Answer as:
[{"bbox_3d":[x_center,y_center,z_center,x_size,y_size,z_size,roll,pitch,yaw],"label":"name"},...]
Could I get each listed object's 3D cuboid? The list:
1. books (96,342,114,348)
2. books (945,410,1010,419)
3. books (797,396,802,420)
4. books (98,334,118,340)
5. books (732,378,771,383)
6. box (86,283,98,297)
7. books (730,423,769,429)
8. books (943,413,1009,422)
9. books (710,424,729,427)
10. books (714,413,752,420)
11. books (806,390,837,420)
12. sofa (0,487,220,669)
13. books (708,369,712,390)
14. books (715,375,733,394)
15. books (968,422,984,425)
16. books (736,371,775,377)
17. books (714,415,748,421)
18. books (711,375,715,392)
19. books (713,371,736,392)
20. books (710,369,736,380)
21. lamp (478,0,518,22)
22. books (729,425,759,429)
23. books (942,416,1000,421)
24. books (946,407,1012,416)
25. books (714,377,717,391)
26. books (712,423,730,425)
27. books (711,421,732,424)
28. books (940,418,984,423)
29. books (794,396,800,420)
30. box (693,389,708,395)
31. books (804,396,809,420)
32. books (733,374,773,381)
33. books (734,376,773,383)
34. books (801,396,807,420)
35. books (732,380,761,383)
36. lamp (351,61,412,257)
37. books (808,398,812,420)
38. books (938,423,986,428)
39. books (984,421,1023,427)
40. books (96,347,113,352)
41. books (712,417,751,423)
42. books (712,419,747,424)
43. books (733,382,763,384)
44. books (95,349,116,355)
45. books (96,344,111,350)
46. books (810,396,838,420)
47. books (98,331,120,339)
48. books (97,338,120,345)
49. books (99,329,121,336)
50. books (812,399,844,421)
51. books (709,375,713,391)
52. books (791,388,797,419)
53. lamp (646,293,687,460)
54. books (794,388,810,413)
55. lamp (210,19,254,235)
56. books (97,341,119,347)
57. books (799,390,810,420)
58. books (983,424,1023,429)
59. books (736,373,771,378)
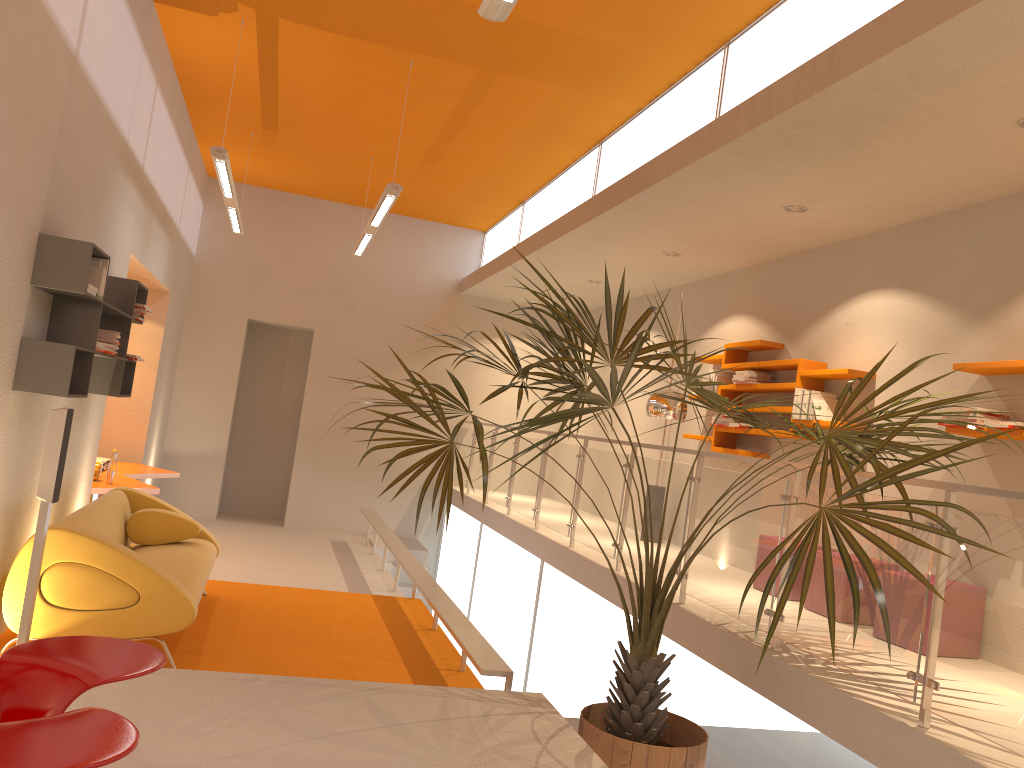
[{"bbox_3d":[-2.447,-0.242,5.115,0.190,0.015,0.254,8,-3,2],"label":"books"},{"bbox_3d":[2.558,0.168,4.882,0.254,0.015,0.190,9,-3,-8],"label":"books"},{"bbox_3d":[2.175,0.185,6.396,0.230,0.169,0.027,9,-3,-15],"label":"books"},{"bbox_3d":[-2.532,-0.294,5.457,0.190,0.015,0.254,9,-3,-24],"label":"books"},{"bbox_3d":[1.959,-0.022,7.236,0.254,0.015,0.190,9,-3,-19],"label":"books"},{"bbox_3d":[-2.309,-0.507,4.620,0.232,0.047,0.232,9,-3,-15],"label":"box"},{"bbox_3d":[1.922,0.340,7.179,0.226,0.017,0.230,9,-3,-15],"label":"books"},{"bbox_3d":[2.551,0.183,4.882,0.230,0.017,0.227,9,-3,-20],"label":"books"},{"bbox_3d":[1.833,0.360,7.465,0.210,0.013,0.297,9,-3,-15],"label":"books"},{"bbox_3d":[1.858,0.274,7.461,0.226,0.017,0.230,9,-3,-15],"label":"books"},{"bbox_3d":[2.194,0.162,6.288,0.207,0.210,0.021,9,-3,-15],"label":"books"},{"bbox_3d":[-2.338,1.114,5.467,0.929,0.706,2.081,9,-3,-15],"label":"sofa"},{"bbox_3d":[1.832,-0.002,7.784,0.230,0.227,0.017,9,-3,-15],"label":"books"},{"bbox_3d":[1.868,0.026,7.666,0.230,0.169,0.023,9,-3,-15],"label":"books"},{"bbox_3d":[2.536,0.226,4.878,0.190,0.011,0.268,9,-3,-13],"label":"books"},{"bbox_3d":[1.989,-0.081,7.256,0.230,0.017,0.227,9,-3,-15],"label":"books"},{"bbox_3d":[1.857,0.290,7.474,0.254,0.015,0.190,9,-3,-8],"label":"books"},{"bbox_3d":[1.852,0.026,7.718,0.230,0.169,0.027,9,-3,-15],"label":"books"},{"bbox_3d":[1.849,0.004,7.693,0.207,0.210,0.021,9,-3,-15],"label":"books"},{"bbox_3d":[1.843,-0.002,7.768,0.230,0.227,0.017,9,-3,-15],"label":"books"},{"bbox_3d":[0.400,-1.976,2.013,0.120,1.052,3.195,9,-3,-15],"label":"lamp"},{"bbox_3d":[1.920,0.357,7.192,0.254,0.015,0.190,9,-3,-8],"label":"books"},{"bbox_3d":[2.535,0.197,4.881,0.190,0.015,0.254,9,-3,-13],"label":"books"},{"bbox_3d":[2.560,0.151,4.870,0.226,0.017,0.230,9,-3,-15],"label":"books"},{"bbox_3d":[1.851,0.030,7.676,0.207,0.156,0.009,9,-3,-15],"label":"books"},{"bbox_3d":[1.834,0.348,7.470,0.190,0.011,0.268,9,-3,-13],"label":"books"},{"bbox_3d":[1.832,0.335,7.480,0.190,0.015,0.254,9,-3,-19],"label":"books"},{"bbox_3d":[2.534,0.212,4.888,0.190,0.015,0.254,9,-3,-19],"label":"books"},{"bbox_3d":[2.160,0.185,6.421,0.230,0.169,0.027,9,-3,-15],"label":"books"},{"bbox_3d":[1.761,0.084,7.893,0.232,0.047,0.232,9,-3,-15],"label":"box"},{"bbox_3d":[2.197,0.184,6.313,0.230,0.169,0.027,9,-3,-15],"label":"books"},{"bbox_3d":[1.971,-0.051,7.250,0.227,0.017,0.230,9,-3,-20],"label":"books"},{"bbox_3d":[1.969,-0.036,7.236,0.254,0.015,0.190,9,-3,-13],"label":"books"},{"bbox_3d":[2.182,0.183,6.338,0.230,0.169,0.027,9,-3,-15],"label":"books"},{"bbox_3d":[1.966,-0.007,7.239,0.268,0.011,0.190,9,-3,-13],"label":"books"},{"bbox_3d":[-1.188,-1.893,7.995,0.120,1.052,3.195,9,-3,-15],"label":"lamp"},{"bbox_3d":[2.196,0.188,6.272,0.207,0.156,0.009,9,-3,-15],"label":"books"},{"bbox_3d":[2.535,0.237,4.874,0.210,0.013,0.297,9,-3,-15],"label":"books"},{"bbox_3d":[2.623,0.218,4.588,0.226,0.017,0.230,9,-3,-15],"label":"books"},{"bbox_3d":[-2.455,-0.215,5.115,0.190,0.011,0.268,8,-3,2],"label":"books"},{"bbox_3d":[1.849,0.306,7.473,0.230,0.017,0.227,9,-3,-20],"label":"books"},{"bbox_3d":[1.834,0.320,7.473,0.190,0.015,0.254,9,-3,-13],"label":"books"},{"bbox_3d":[1.971,0.005,7.234,0.210,0.013,0.297,9,-3,-15],"label":"books"},{"bbox_3d":[-2.456,-0.203,5.119,0.210,0.013,0.297,8,-3,0],"label":"books"},{"bbox_3d":[-2.452,-0.228,5.106,0.190,0.015,0.254,8,-3,-4],"label":"books"},{"bbox_3d":[2.213,0.184,6.261,0.230,0.169,0.023,9,-3,-15],"label":"books"},{"bbox_3d":[-2.529,-0.308,5.466,0.190,0.015,0.254,9,-3,-18],"label":"books"},{"bbox_3d":[-2.541,-0.269,5.469,0.210,0.013,0.297,9,-3,-20],"label":"books"},{"bbox_3d":[-2.540,-0.326,5.466,0.230,0.017,0.226,10,-3,-25],"label":"books"},{"bbox_3d":[2.223,0.193,6.219,0.230,0.150,0.091,9,-3,-15],"label":"books"},{"bbox_3d":[1.837,0.025,7.743,0.230,0.169,0.027,9,-3,-15],"label":"books"},{"bbox_3d":[2.155,0.157,6.462,0.230,0.227,0.017,9,-3,-15],"label":"books"},{"bbox_3d":[1.293,0.313,7.657,0.315,2.259,2.077,8,-3,8],"label":"lamp"},{"bbox_3d":[2.167,0.158,6.446,0.230,0.227,0.017,9,-3,-15],"label":"books"},{"bbox_3d":[-2.363,-2.078,7.686,0.120,1.052,3.195,9,-3,-15],"label":"lamp"},{"bbox_3d":[-2.550,-0.255,5.462,0.230,0.017,0.226,10,-3,-25],"label":"books"},{"bbox_3d":[2.172,0.163,6.370,0.207,0.210,0.021,9,-3,-15],"label":"books"},{"bbox_3d":[2.622,0.234,4.600,0.254,0.015,0.190,9,-3,-8],"label":"books"},{"bbox_3d":[1.974,-0.066,7.256,0.190,0.015,0.254,9,-3,-8],"label":"books"}]
